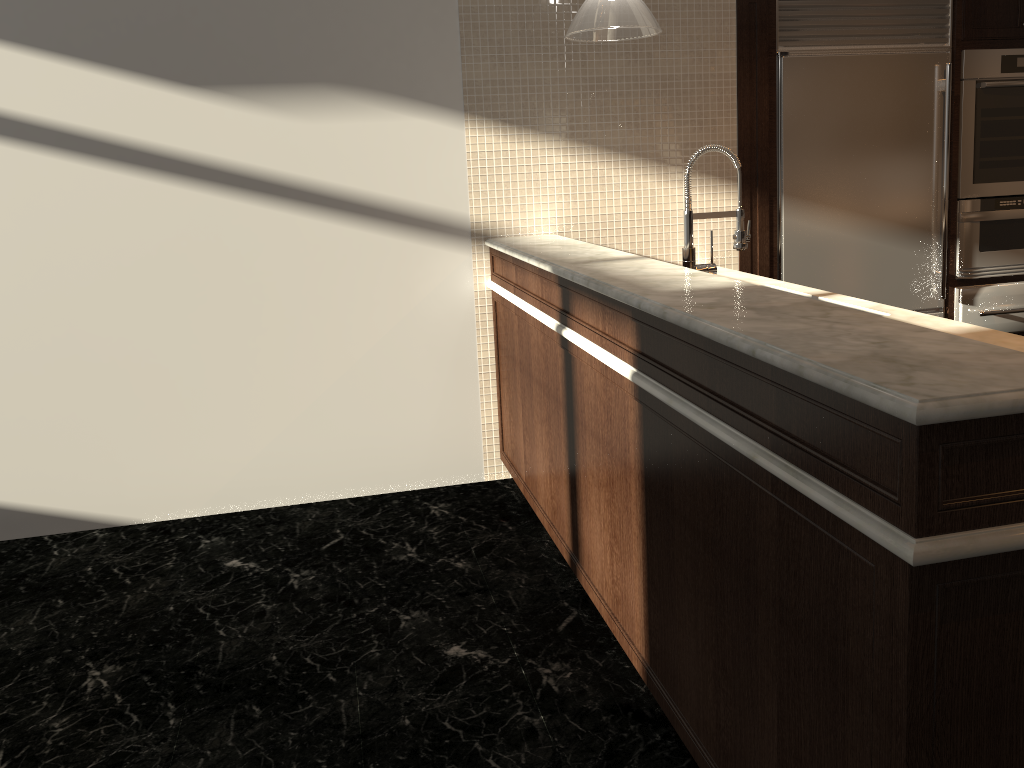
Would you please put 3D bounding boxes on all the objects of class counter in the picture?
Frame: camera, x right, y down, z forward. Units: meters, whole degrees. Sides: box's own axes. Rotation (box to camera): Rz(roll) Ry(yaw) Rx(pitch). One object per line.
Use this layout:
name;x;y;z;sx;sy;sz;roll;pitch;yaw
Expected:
counter;0.347;-0.304;2.488;0.328;0.031;2.901;-6;14;-11
counter;0.708;-0.162;2.597;1.055;0.031;2.915;-6;14;-11

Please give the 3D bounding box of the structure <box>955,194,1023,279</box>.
structure;2.494;-0.811;4.697;0.763;0.383;0.676;-6;13;-12

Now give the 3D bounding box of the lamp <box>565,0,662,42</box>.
lamp;0.313;-1.526;2.839;0.317;0.772;0.322;-2;10;2

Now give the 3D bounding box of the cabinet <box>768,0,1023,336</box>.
cabinet;2.020;-1.127;4.537;1.845;2.387;0.767;-5;10;-12

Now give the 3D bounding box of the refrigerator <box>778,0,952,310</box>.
refrigerator;1.628;-0.848;4.494;0.891;2.091;0.696;-5;10;-12

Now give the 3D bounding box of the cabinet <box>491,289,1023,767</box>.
cabinet;0.734;0.268;2.661;1.027;0.898;2.894;-5;14;-11

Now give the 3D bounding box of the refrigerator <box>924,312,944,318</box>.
refrigerator;1.723;-0.038;4.349;0.903;0.564;0.148;-5;10;-12

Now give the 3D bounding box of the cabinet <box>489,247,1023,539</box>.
cabinet;0.349;-0.216;2.513;0.293;0.150;2.882;-5;14;-11

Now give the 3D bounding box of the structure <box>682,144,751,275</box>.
structure;0.663;-0.511;2.870;0.244;0.523;0.052;-5;9;-12

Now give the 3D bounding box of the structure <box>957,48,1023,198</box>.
structure;2.477;-1.341;4.569;0.759;0.691;0.623;-5;11;-12
